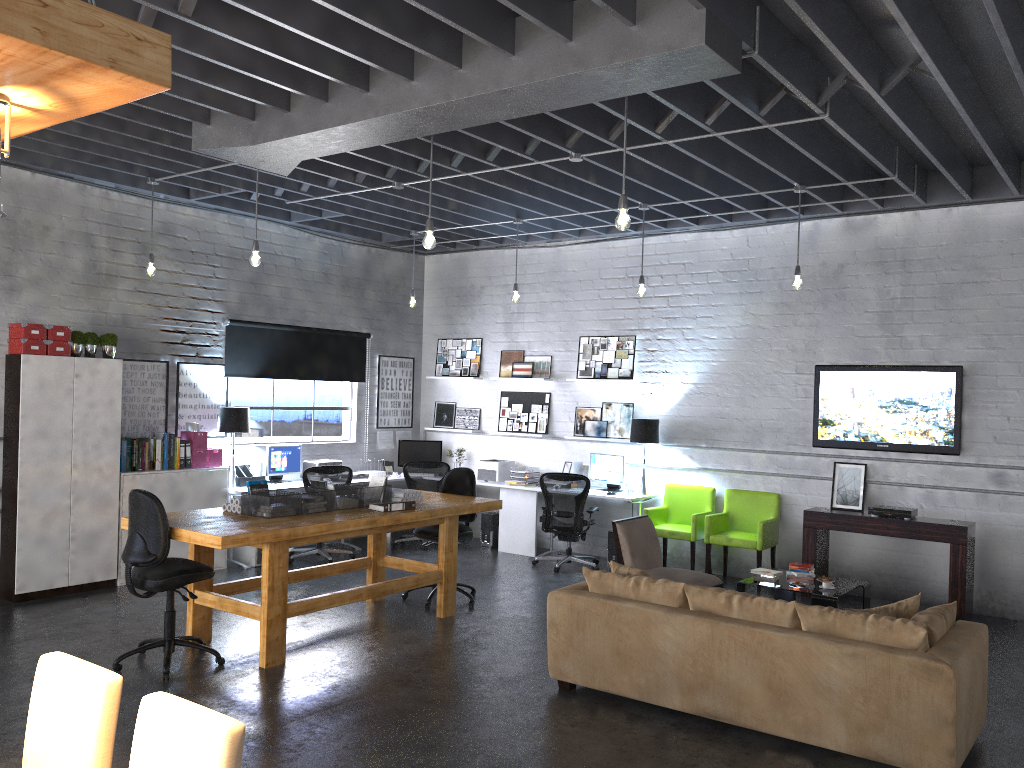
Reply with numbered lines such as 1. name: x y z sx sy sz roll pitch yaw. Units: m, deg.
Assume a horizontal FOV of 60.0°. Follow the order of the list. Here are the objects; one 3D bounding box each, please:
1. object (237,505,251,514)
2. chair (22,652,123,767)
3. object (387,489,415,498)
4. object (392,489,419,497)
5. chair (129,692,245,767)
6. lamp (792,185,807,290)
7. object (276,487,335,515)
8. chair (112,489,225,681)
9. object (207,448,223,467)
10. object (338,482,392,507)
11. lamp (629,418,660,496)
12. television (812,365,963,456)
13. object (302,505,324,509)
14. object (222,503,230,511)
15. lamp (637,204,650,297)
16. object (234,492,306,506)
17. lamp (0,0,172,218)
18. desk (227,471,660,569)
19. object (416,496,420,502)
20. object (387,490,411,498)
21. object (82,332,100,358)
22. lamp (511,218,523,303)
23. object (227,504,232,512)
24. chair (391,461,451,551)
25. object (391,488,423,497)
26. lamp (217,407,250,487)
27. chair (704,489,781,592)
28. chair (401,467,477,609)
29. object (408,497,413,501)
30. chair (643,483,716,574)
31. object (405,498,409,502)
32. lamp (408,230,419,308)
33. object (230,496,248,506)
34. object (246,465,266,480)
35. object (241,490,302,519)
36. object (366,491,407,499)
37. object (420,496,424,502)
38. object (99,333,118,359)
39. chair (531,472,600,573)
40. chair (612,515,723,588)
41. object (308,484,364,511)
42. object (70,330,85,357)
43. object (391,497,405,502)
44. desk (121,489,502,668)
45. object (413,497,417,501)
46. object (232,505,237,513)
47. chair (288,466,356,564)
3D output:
1. object: -1.765 0.908 6.600 0.058 0.057 0.635 2 -1 36
2. chair: -1.521 1.342 2.547 0.491 0.959 0.615 2 0 36
3. object: -1.012 0.894 7.338 0.519 0.047 0.046 1 0 36
4. object: -0.985 0.896 7.375 0.519 0.047 0.046 1 0 36
5. chair: -1.047 1.351 2.200 0.491 0.959 0.615 2 0 36
6. lamp: 2.442 -1.240 7.553 0.104 0.878 0.104 2 0 -10
7. object: -1.538 0.865 6.587 0.316 0.156 0.306 1 -1 36
8. chair: -2.252 1.257 5.851 0.659 1.165 0.687 2 0 34
9. object: -3.064 0.743 8.976 0.214 0.177 0.161 1 0 36
10. object: -1.174 0.881 7.083 0.316 0.156 0.306 1 -1 36
11. lamp: 1.438 0.793 9.642 0.333 0.832 0.333 2 0 -2
12. television: 3.513 0.229 8.367 1.324 0.816 0.021 1 0 36
13. object: -1.545 0.899 6.588 0.234 0.022 0.185 1 -1 29
14. object: -1.902 0.904 6.701 0.057 0.058 0.635 2 -1 36
15. lamp: 1.244 -1.265 8.434 0.104 0.878 0.104 2 0 36
16. object: -1.786 0.858 6.616 0.057 0.057 0.635 2 -1 36
17. lamp: -1.565 -1.259 2.107 2.129 1.841 0.367 2 0 36
18. desk: -0.798 1.534 9.511 3.574 0.785 3.299 1 -1 36
19. object: -0.972 0.936 7.394 0.519 0.047 0.047 1 0 36
20. object: -1.040 0.893 7.301 0.519 0.047 0.046 1 0 36
21. object: -3.758 -0.349 7.893 0.169 0.240 0.171 2 0 -15
22. lamp: 0.049 -1.290 9.311 0.104 0.878 0.104 2 0 36
23. object: -1.856 0.906 6.667 0.058 0.057 0.635 2 -1 36
24. chair: -1.086 1.415 10.600 0.732 1.031 0.752 2 0 -30
25. object: -0.957 0.897 7.413 0.519 0.047 0.046 1 0 36
26. lamp: -2.909 0.659 9.254 0.333 0.832 0.333 2 0 -2
27. chair: 2.325 1.552 8.941 0.611 0.920 0.516 2 0 36
28. chair: -0.581 1.330 7.806 0.659 1.165 0.687 2 0 34
29. object: -1.028 0.934 7.319 0.519 0.047 0.047 1 0 36
30. chair: 1.765 1.540 9.352 0.611 0.920 0.516 2 0 36
31. object: -1.055 0.933 7.282 0.519 0.047 0.047 1 0 36
32. lamp: -1.131 -1.315 10.178 0.104 0.878 0.104 2 0 36
33. object: -1.832 0.857 6.650 0.057 0.057 0.635 2 -1 36
34. object: -2.761 0.979 9.551 0.209 0.208 0.104 2 0 36
35. object: -1.720 0.856 6.339 0.316 0.156 0.306 1 -1 36
36. object: -1.072 0.892 7.256 0.519 0.047 0.046 1 0 34
37. object: -0.945 0.938 7.432 0.519 0.047 0.047 1 0 36
38. object: -3.633 -0.344 7.986 0.169 0.240 0.171 2 0 35
39. chair: 0.590 1.452 9.559 0.732 1.031 0.753 2 0 5
40. chair: 1.250 1.538 7.152 0.724 0.842 0.575 2 0 36
41. object: -1.356 0.873 6.835 0.316 0.156 0.306 1 -1 36
42. object: -3.824 -0.352 7.758 0.171 0.240 0.169 2 0 -25
43. object: -1.083 0.931 7.244 0.519 0.047 0.047 1 0 36
44. desk: -1.380 1.414 6.827 1.115 0.926 2.833 1 -1 36
45. object: -1.000 0.935 7.357 0.519 0.047 0.047 1 0 36
46. object: -1.811 0.906 6.634 0.057 0.058 0.635 2 -1 36
47. chair: -2.089 1.372 9.529 0.752 1.031 0.732 2 0 40
